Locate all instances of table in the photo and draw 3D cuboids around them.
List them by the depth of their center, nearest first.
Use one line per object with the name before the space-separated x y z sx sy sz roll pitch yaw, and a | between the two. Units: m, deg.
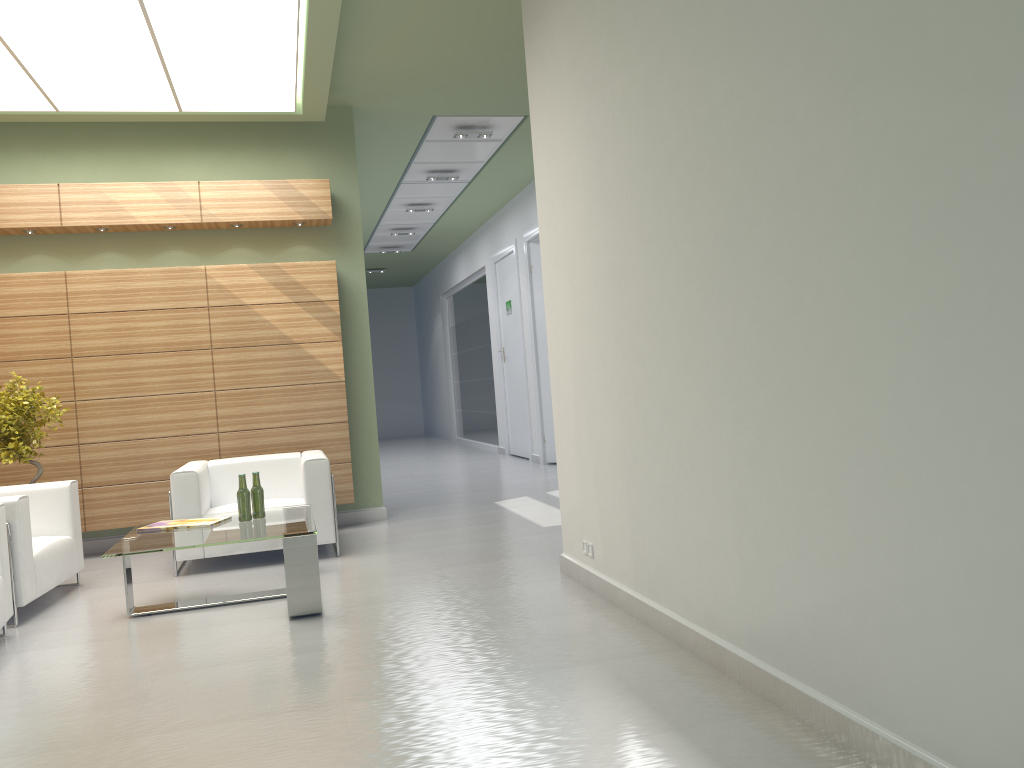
table | -2.843 1.768 8.748 1.783 0.742 2.197 -4 0 -14

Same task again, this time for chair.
chair | -5.087 1.725 6.938 1.802 1.234 1.894 -4 0 -19
chair | -5.647 1.762 9.194 1.769 1.234 1.894 -4 0 -9
chair | -3.246 1.573 11.299 1.894 1.234 1.802 -4 0 -14

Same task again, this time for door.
door | 1.351 -0.789 19.605 0.134 5.083 2.089 -5 0 -44
door | -0.008 -0.692 22.565 0.250 5.083 2.089 -4 0 -14

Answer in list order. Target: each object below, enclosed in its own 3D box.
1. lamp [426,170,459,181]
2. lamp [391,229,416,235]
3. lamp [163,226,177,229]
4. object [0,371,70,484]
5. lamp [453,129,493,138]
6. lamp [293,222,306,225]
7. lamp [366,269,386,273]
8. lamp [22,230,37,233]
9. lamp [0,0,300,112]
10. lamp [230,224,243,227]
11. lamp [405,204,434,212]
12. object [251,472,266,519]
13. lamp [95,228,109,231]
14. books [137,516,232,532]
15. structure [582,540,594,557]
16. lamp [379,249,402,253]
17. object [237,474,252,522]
lamp | -1.436 -4.298 18.279 0.657 0.159 0.286 -4 0 -14
lamp | -3.000 -4.192 24.404 0.657 0.159 0.286 -4 0 -14
lamp | -4.841 -2.239 12.549 0.181 0.074 0.181 -4 0 -20
object | -6.062 1.114 10.786 1.116 2.565 1.201 -4 0 44
lamp | -0.681 -4.350 15.323 0.657 0.159 0.286 -4 0 -14
lamp | -3.114 -2.373 12.993 0.181 0.074 0.181 -4 0 -20
lamp | -4.859 -4.066 31.681 0.657 0.159 0.286 -4 0 -14
lamp | -6.581 -2.104 12.102 0.181 0.074 0.181 -4 0 -20
lamp | -4.619 -3.840 9.404 4.571 0.325 5.060 -4 0 -14
lamp | -3.969 -2.307 12.773 0.181 0.074 0.181 -4 0 36
lamp | -2.225 -4.245 21.368 0.657 0.159 0.286 -4 0 -14
object | -2.606 1.137 9.079 0.131 0.475 0.131 -4 0 40
lamp | -5.702 -2.172 12.328 0.181 0.074 0.181 -4 0 36
books | -3.315 1.417 8.996 0.762 0.025 0.508 -4 0 6
structure | 0.699 1.516 8.175 0.017 0.118 0.262 -4 0 -14
lamp | -3.755 -4.141 27.356 0.657 0.159 0.286 -4 0 -14
object | -2.701 1.145 8.929 0.131 0.475 0.131 -4 0 40
